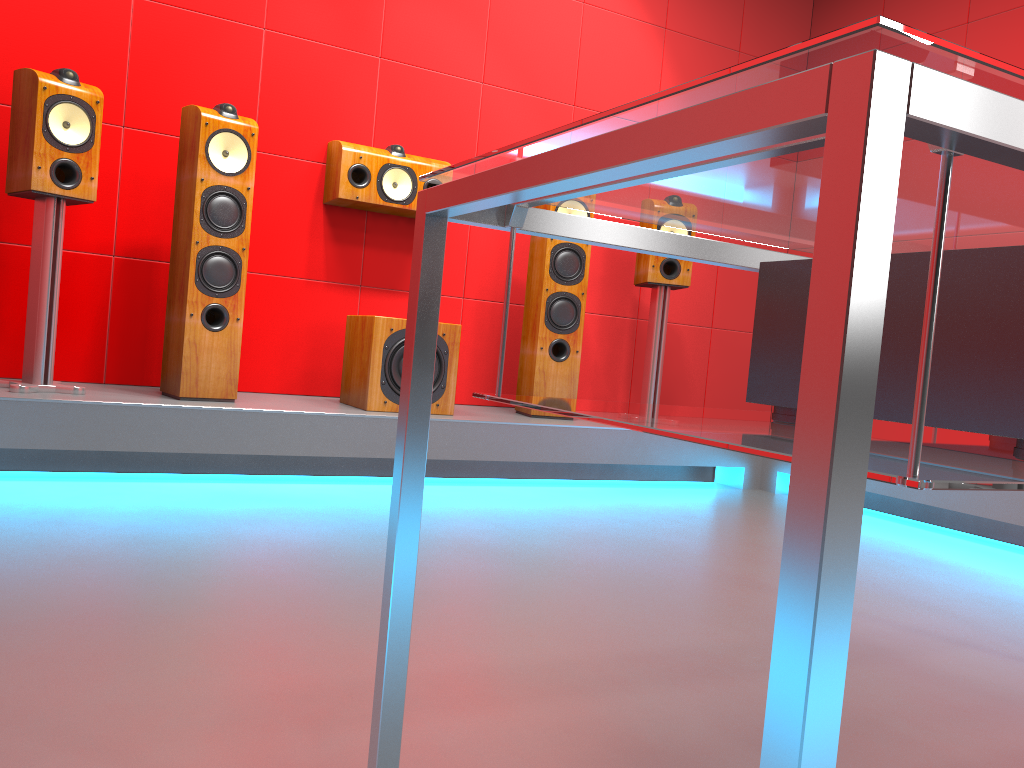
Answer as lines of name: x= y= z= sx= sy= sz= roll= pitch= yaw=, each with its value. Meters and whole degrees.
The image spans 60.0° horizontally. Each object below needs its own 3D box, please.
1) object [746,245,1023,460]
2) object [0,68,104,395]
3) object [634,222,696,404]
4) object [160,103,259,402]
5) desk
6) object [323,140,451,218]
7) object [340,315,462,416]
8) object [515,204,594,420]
object: x=0.517 y=-0.016 z=0.831 sx=0.431 sy=0.158 sz=0.371 roll=4 pitch=2 yaw=-28
object: x=-1.544 y=-0.506 z=2.951 sx=0.265 sy=1.058 sz=0.231 roll=7 pitch=3 yaw=42
object: x=0.686 y=-0.345 z=4.138 sx=0.231 sy=1.058 sz=0.265 roll=5 pitch=2 yaw=-8
object: x=-1.089 y=-0.471 z=3.193 sx=0.203 sy=1.052 sz=0.238 roll=4 pitch=3 yaw=-38
desk: x=0.663 y=0.206 z=1.001 sx=1.617 sy=0.690 sz=0.594 roll=4 pitch=2 yaw=-28
object: x=-0.529 y=-0.885 z=3.817 sx=0.493 sy=0.271 sz=0.235 roll=4 pitch=2 yaw=-28
object: x=-0.451 y=-0.078 z=3.560 sx=0.360 sy=0.360 sz=0.360 roll=4 pitch=2 yaw=-28
object: x=0.191 y=-0.379 z=3.901 sx=0.203 sy=1.052 sz=0.238 roll=5 pitch=2 yaw=-18
